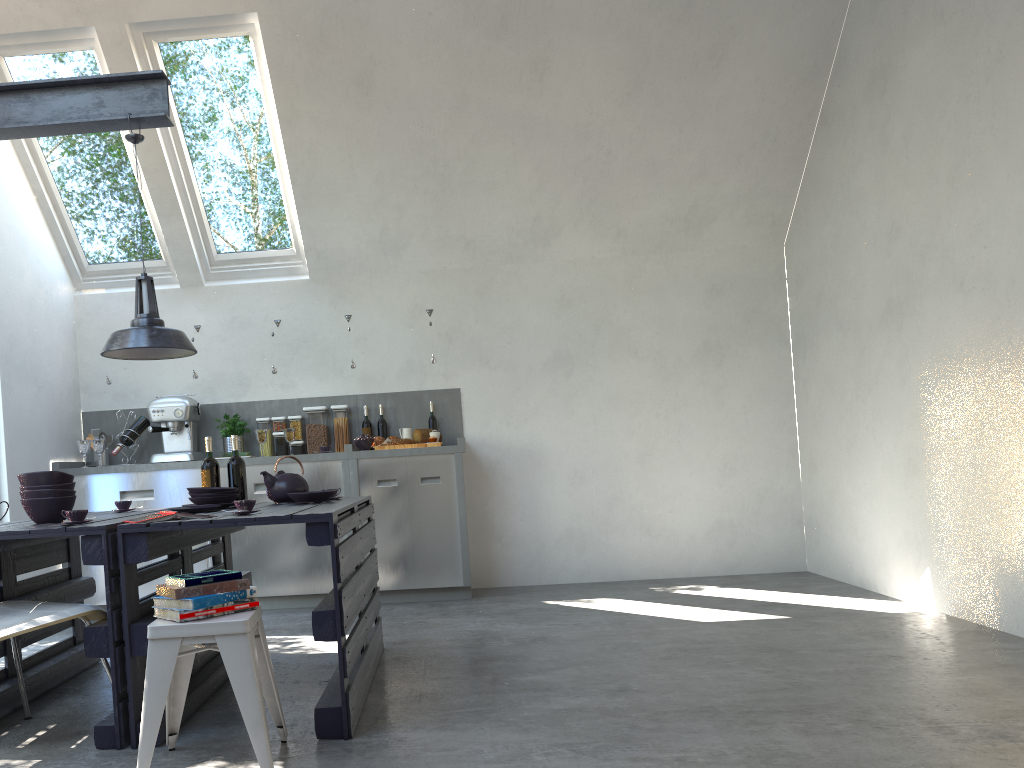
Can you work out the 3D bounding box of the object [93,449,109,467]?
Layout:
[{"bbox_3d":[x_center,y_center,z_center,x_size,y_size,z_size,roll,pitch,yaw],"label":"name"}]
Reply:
[{"bbox_3d":[-3.020,0.548,6.434,0.114,0.132,0.100,-5,-3,41],"label":"object"}]

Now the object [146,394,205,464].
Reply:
[{"bbox_3d":[-2.414,0.317,6.272,0.359,0.499,0.429,-3,-2,-2],"label":"object"}]

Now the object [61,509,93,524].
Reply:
[{"bbox_3d":[-1.650,0.503,3.319,0.113,0.056,0.119,-3,-4,-13],"label":"object"}]

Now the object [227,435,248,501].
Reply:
[{"bbox_3d":[-1.369,0.427,4.348,0.096,0.344,0.086,-4,-1,33],"label":"object"}]

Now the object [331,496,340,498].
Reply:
[{"bbox_3d":[-0.858,0.549,4.226,0.028,0.013,0.129,-4,-5,8],"label":"object"}]

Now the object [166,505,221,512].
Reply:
[{"bbox_3d":[-1.374,0.541,3.778,0.237,0.019,0.232,-4,-5,4],"label":"object"}]

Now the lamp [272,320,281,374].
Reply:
[{"bbox_3d":[-1.719,-0.276,6.348,0.060,0.436,0.333,-3,-2,-4],"label":"lamp"}]

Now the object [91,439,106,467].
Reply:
[{"bbox_3d":[-2.903,0.489,6.157,0.103,0.191,0.094,-4,-1,22],"label":"object"}]

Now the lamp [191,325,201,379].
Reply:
[{"bbox_3d":[-2.298,-0.240,6.382,0.057,0.435,0.348,-3,-2,-14],"label":"lamp"}]

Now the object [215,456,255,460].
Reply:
[{"bbox_3d":[-1.934,0.514,6.096,0.262,0.012,0.182,-3,-5,-2],"label":"object"}]

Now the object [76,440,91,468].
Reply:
[{"bbox_3d":[-2.977,0.488,6.092,0.097,0.191,0.100,-3,-1,-7],"label":"object"}]

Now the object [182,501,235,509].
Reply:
[{"bbox_3d":[-1.378,0.564,4.052,0.313,0.024,0.279,-6,-6,31],"label":"object"}]

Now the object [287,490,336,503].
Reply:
[{"bbox_3d":[-0.923,0.522,4.037,0.244,0.047,0.215,-7,-6,40],"label":"object"}]

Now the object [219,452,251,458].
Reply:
[{"bbox_3d":[-1.956,0.492,6.096,0.287,0.053,0.137,-5,-4,17],"label":"object"}]

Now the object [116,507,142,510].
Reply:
[{"bbox_3d":[-1.908,0.622,4.359,0.126,0.013,0.029,-1,-4,-22],"label":"object"}]

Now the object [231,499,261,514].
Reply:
[{"bbox_3d":[-1.016,0.467,3.333,0.118,0.056,0.114,-4,-4,7],"label":"object"}]

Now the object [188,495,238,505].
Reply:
[{"bbox_3d":[-1.380,0.543,4.050,0.244,0.047,0.215,-7,-6,40],"label":"object"}]

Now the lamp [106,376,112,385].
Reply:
[{"bbox_3d":[-2.909,-0.201,6.409,0.060,0.436,0.333,-3,-2,-4],"label":"lamp"}]

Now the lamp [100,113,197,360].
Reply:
[{"bbox_3d":[-1.702,-0.682,4.017,0.433,1.095,0.430,-3,-1,-1],"label":"lamp"}]

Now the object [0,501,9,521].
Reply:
[{"bbox_3d":[-1.948,0.488,3.248,0.127,0.109,0.103,-3,-2,-8],"label":"object"}]

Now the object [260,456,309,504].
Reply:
[{"bbox_3d":[-1.098,0.466,4.261,0.213,0.232,0.217,-4,-2,1],"label":"object"}]

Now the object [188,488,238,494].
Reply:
[{"bbox_3d":[-1.382,0.515,4.054,0.232,0.063,0.226,-4,-4,4],"label":"object"}]

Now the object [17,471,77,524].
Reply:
[{"bbox_3d":[-1.897,0.464,3.580,0.194,0.214,0.214,-3,-3,0],"label":"object"}]

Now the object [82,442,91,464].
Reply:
[{"bbox_3d":[-3.040,0.503,6.228,0.093,0.191,0.104,-3,-1,-30],"label":"object"}]

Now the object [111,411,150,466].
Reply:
[{"bbox_3d":[-2.780,0.388,6.283,0.247,0.393,0.314,-4,-2,28],"label":"object"}]

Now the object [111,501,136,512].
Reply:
[{"bbox_3d":[-1.918,0.603,4.320,0.113,0.056,0.119,-3,-4,-13],"label":"object"}]

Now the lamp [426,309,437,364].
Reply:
[{"bbox_3d":[-0.581,-0.348,6.289,0.060,0.436,0.333,-3,-2,-4],"label":"lamp"}]

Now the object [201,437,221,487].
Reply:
[{"bbox_3d":[-1.498,0.434,4.346,0.097,0.344,0.085,-4,-1,37],"label":"object"}]

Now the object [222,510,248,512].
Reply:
[{"bbox_3d":[-1.052,0.485,3.318,0.139,0.013,0.026,-6,-5,27],"label":"object"}]

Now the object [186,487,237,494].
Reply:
[{"bbox_3d":[-1.389,0.504,4.051,0.229,0.058,0.230,-3,-4,-1],"label":"object"}]

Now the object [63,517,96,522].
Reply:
[{"bbox_3d":[-1.662,0.524,3.361,0.029,0.013,0.124,-6,-5,35],"label":"object"}]

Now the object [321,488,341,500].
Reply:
[{"bbox_3d":[-0.887,0.537,4.260,0.114,0.056,0.118,-3,-4,-8],"label":"object"}]

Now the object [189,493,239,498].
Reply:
[{"bbox_3d":[-1.379,0.528,4.050,0.231,0.063,0.227,-4,-4,4],"label":"object"}]

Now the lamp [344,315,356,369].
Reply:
[{"bbox_3d":[-1.160,-0.312,6.323,0.057,0.435,0.348,-3,-2,-14],"label":"lamp"}]
